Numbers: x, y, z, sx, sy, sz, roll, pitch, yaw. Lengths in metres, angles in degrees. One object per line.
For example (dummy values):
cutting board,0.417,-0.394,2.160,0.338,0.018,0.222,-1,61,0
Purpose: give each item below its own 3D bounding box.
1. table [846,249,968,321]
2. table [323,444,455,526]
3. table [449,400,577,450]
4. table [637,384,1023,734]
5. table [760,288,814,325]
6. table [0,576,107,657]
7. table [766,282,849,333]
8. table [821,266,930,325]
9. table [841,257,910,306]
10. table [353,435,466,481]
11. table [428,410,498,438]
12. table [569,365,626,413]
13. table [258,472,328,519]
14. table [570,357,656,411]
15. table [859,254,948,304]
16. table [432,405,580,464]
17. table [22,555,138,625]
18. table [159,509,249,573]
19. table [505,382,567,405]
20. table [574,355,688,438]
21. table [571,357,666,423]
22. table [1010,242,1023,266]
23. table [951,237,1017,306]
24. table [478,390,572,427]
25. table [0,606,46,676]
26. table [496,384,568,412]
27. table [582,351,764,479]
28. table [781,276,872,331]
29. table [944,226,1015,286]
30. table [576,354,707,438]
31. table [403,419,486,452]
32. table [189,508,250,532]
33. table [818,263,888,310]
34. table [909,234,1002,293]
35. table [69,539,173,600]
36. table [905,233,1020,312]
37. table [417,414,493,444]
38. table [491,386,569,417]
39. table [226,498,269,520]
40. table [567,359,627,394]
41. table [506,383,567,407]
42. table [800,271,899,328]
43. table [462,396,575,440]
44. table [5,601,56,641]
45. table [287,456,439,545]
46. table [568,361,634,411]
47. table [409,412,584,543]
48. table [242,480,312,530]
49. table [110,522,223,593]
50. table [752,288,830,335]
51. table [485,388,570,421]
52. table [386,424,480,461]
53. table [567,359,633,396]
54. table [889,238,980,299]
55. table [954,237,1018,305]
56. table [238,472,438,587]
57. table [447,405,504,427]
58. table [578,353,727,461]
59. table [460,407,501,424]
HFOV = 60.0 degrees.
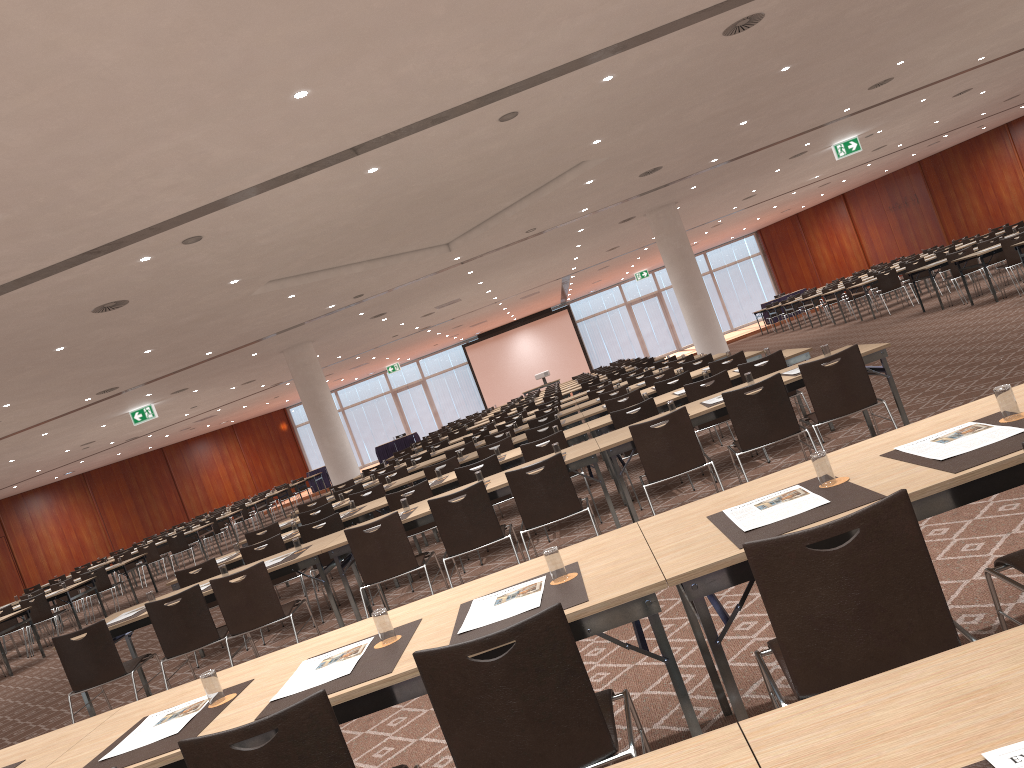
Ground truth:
table,8.978,-2.218,20.146,2.267,0.833,0.953,-20,0,3
table,-1.951,1.862,15.331,2.267,0.833,0.953,-20,0,3
table,0.173,1.073,15.196,2.267,0.833,0.953,-20,0,3
table,1.687,0.564,3.041,2.267,0.833,0.953,-20,0,3
table,10.326,-2.907,33.297,1.713,0.832,1.041,-20,0,3
table,-8.501,4.292,15.746,2.267,0.833,0.953,-20,0,3
table,9.384,-2.404,28.132,2.267,0.833,0.953,-20,0,3
table,9.080,-2.265,22.143,2.267,0.833,0.953,-20,0,3
table,11.509,-3.193,27.997,2.267,0.833,0.953,-20,0,3
table,-1.850,1.815,17.327,2.267,0.833,0.953,-20,0,3
table,-1.368,1.595,26.810,2.267,0.833,0.953,-20,0,3
table,2.781,0.064,24.544,2.267,0.833,0.953,-20,0,3
table,-7.715,3.933,31.217,2.267,0.833,0.953,-20,0,3
table,2.679,0.110,22.548,2.267,0.833,0.953,-20,0,3
table,11.408,-3.146,26.001,2.267,0.833,0.953,-20,0,3
table,0.072,1.119,13.200,2.267,0.833,0.953,-20,0,3
table,-10.347,4.953,21.370,2.267,0.833,0.953,-20,0,3
table,-8.121,4.118,23.232,2.267,0.833,0.953,-20,0,3
table,0.960,0.714,30.668,2.267,0.833,0.953,-20,0,3
table,2.400,0.238,17.058,2.267,0.833,0.953,-20,0,3
table,2.578,0.157,20.552,2.267,0.833,0.953,-20,0,3
table,8.597,-2.045,12.660,2.267,0.833,0.953,-20,0,3
table,8.699,-2.091,14.657,2.267,0.833,0.953,-20,0,3
table,0.453,0.945,20.686,2.267,0.833,0.953,-20,0,3
table,-8.603,4.339,13.749,2.267,0.833,0.953,-20,0,3
table,0.757,0.806,26.675,2.267,0.833,0.953,-20,0,3
table,2.095,0.377,11.069,2.267,0.833,0.953,-20,0,3
table,9.283,-2.358,26.135,2.267,0.833,0.953,-20,0,3
table,11.103,-3.007,20.012,2.267,0.833,0.953,-20,0,3
table,2.298,0.284,15.062,2.267,0.833,0.953,-20,0,3
table,-1.571,1.688,22.817,2.267,0.833,0.953,-20,0,3
table,-9.941,4.768,29.355,2.267,0.833,0.953,-20,0,3
table,11.611,-3.239,29.993,2.267,0.833,0.953,-20,0,3
table,11.205,-3.053,22.008,2.267,0.833,0.953,-20,0,3
table,-10.246,4.907,23.366,2.267,0.833,0.953,-20,0,3
table,8.801,-2.137,16.653,2.267,0.833,0.953,-20,0,3
table,-1.469,1.641,24.813,2.267,0.833,0.953,-20,0,3
table,0.656,0.853,24.679,2.267,0.833,0.953,-20,0,3
table,-9.839,4.721,31.351,2.267,0.833,0.953,-20,0,3
table,3.085,-0.075,30.533,2.267,0.833,0.953,-20,0,3
table,0.859,0.760,28.671,2.267,0.833,0.953,-20,0,3
table,9.181,-2.311,24.139,2.267,0.833,0.953,-20,0,3
table,0.275,1.027,17.193,2.267,0.833,0.953,-20,0,3
table,-10.525,5.035,17.876,2.267,0.833,0.953,-20,0,3
table,-2.053,1.908,13.335,2.267,0.833,0.953,-20,0,3
table,2.882,0.018,26.541,2.267,0.833,0.953,-20,0,3
table,-0.030,1.166,11.204,2.267,0.833,0.953,-20,0,3
table,-7.816,3.979,29.221,2.267,0.833,0.953,-20,0,3
table,-8.222,4.165,21.235,2.267,0.833,0.953,-20,0,3
table,9.486,-2.450,30.128,2.267,0.833,0.953,-20,0,3
table,0.554,0.899,22.682,2.267,0.833,0.953,-20,0,3
table,-1.672,1.734,20.821,2.267,0.833,0.953,-20,0,3
table,2.984,-0.029,28.537,2.267,0.833,0.953,-20,0,3
table,11.306,-3.100,24.004,2.267,0.833,0.953,-20,0,3
table,8.699,-2.091,14.657,2.267,0.833,0.953,-20,0,3
table,-2.154,1.954,11.338,2.267,0.833,0.953,-20,0,3
table,-1.165,1.502,30.802,2.267,0.833,0.953,-20,0,3
table,2.197,0.331,13.066,2.267,0.833,0.953,-20,0,3
table,-1.266,1.548,28.806,2.267,0.833,0.953,-20,0,3
